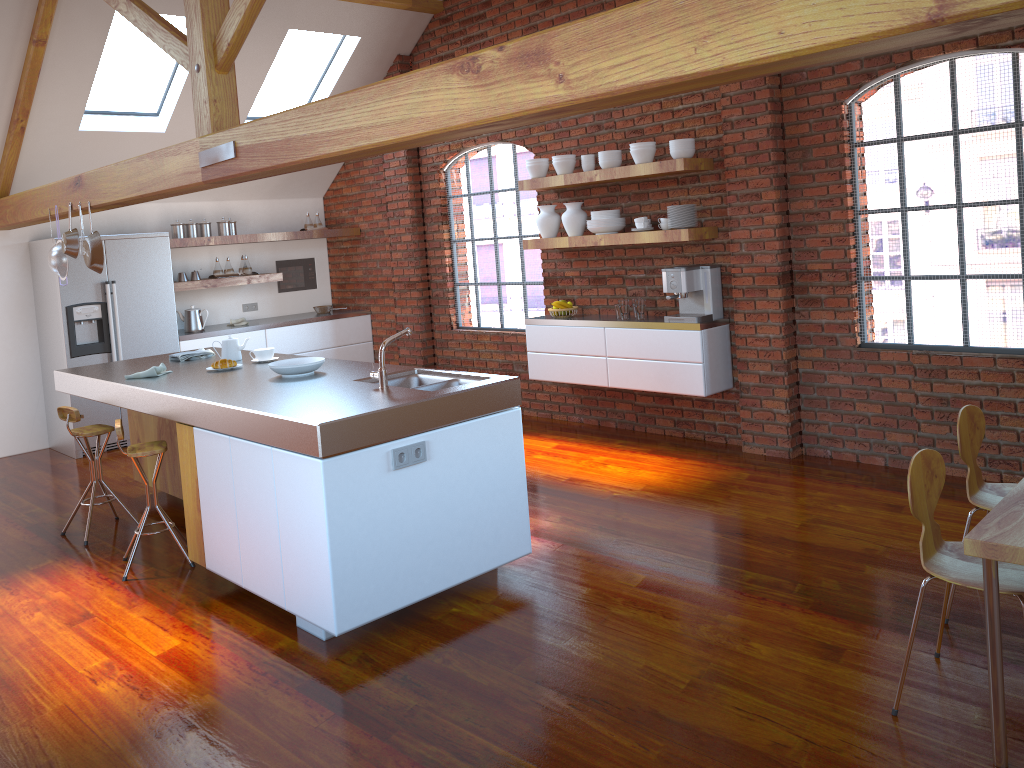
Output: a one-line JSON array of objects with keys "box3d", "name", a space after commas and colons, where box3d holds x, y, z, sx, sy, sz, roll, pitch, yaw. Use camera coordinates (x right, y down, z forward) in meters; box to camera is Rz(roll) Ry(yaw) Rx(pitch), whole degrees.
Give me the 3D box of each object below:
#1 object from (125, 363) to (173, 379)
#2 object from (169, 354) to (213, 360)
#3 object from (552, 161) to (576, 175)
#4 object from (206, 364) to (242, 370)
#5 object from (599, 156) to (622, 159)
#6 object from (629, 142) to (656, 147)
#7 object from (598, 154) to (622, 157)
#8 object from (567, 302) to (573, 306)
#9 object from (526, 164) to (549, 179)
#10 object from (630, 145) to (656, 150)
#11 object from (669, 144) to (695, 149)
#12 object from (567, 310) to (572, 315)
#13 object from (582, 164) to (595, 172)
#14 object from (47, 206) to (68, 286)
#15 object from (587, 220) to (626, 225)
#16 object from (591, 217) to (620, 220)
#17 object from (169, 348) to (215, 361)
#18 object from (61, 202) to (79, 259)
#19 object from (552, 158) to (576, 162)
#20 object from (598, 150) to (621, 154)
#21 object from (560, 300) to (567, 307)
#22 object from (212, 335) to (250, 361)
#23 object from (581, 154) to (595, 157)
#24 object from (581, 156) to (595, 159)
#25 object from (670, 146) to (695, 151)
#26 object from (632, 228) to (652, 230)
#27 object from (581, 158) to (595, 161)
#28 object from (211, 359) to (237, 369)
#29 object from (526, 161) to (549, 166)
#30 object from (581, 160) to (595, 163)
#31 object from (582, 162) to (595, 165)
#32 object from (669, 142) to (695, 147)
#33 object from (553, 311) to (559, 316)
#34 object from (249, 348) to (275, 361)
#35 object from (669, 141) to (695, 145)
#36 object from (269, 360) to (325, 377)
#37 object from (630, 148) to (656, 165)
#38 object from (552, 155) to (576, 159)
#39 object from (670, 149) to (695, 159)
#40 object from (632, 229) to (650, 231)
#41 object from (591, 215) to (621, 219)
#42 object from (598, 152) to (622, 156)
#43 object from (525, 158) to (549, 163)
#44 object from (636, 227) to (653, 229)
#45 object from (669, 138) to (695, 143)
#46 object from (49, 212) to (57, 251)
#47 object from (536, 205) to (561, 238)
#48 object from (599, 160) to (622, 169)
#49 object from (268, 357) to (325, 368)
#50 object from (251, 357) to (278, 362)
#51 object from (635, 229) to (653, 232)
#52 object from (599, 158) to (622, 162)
[{"box3d": [-2.020, -0.077, 4.877, 0.195, 0.061, 0.207, -3, 9, 9], "name": "object"}, {"box3d": [-2.034, -0.175, 5.595, 0.231, 0.026, 0.167, -2, 10, 12], "name": "object"}, {"box3d": [0.392, -1.598, 6.538, 0.180, 0.103, 0.183, -5, 8, -7], "name": "object"}, {"box3d": [-1.604, -0.090, 4.910, 0.195, 0.014, 0.196, -8, 10, -22], "name": "object"}, {"box3d": [0.700, -1.583, 6.254, 0.165, 0.060, 0.167, 3, 12, 41], "name": "object"}, {"box3d": [0.894, -1.588, 5.997, 0.179, 0.103, 0.183, -2, 8, 17], "name": "object"}, {"box3d": [0.699, -1.597, 6.254, 0.165, 0.060, 0.167, 3, 12, 41], "name": "object"}, {"box3d": [0.443, -0.610, 6.755, 0.047, 0.046, 0.055, -5, 7, -1], "name": "object"}, {"box3d": [0.198, -1.610, 6.692, 0.180, 0.103, 0.183, -5, 8, -7], "name": "object"}, {"box3d": [0.896, -1.566, 5.998, 0.179, 0.103, 0.183, -2, 8, 17], "name": "object"}, {"box3d": [1.122, -1.535, 5.786, 0.165, 0.060, 0.167, -5, 9, -3], "name": "object"}, {"box3d": [0.425, -0.566, 6.783, 0.070, 0.068, 0.068, -9, 7, -34], "name": "object"}, {"box3d": [0.561, -1.572, 6.430, 0.099, 0.060, 0.100, -5, 8, -4], "name": "object"}, {"box3d": [-3.003, -0.903, 5.764, 0.085, 0.526, 0.272, -7, 5, -43], "name": "object"}, {"box3d": [0.679, -1.139, 6.328, 0.281, 0.055, 0.285, 1, 11, 30], "name": "object"}, {"box3d": [0.677, -1.167, 6.327, 0.214, 0.055, 0.216, 3, 12, 38], "name": "object"}, {"box3d": [-2.021, -0.185, 5.561, 0.235, 0.049, 0.165, -13, 13, -42], "name": "object"}, {"box3d": [-2.826, -0.975, 5.607, 0.086, 0.357, 0.194, -7, 5, -38], "name": "object"}, {"box3d": [0.391, -1.620, 6.537, 0.180, 0.103, 0.183, -5, 8, -7], "name": "object"}, {"box3d": [0.697, -1.622, 6.253, 0.165, 0.060, 0.167, 3, 12, 41], "name": "object"}, {"box3d": [0.391, -0.616, 6.769, 0.070, 0.061, 0.068, -8, 7, -26], "name": "object"}, {"box3d": [-1.680, -0.217, 5.273, 0.199, 0.154, 0.118, -10, 7, -37], "name": "object"}, {"box3d": [0.556, -1.640, 6.427, 0.099, 0.060, 0.100, -5, 8, -4], "name": "object"}, {"box3d": [0.557, -1.627, 6.428, 0.099, 0.060, 0.100, -5, 8, -4], "name": "object"}, {"box3d": [1.123, -1.521, 5.787, 0.165, 0.060, 0.167, -5, 9, -3], "name": "object"}, {"box3d": [0.898, -1.062, 6.052, 0.153, 0.012, 0.156, -3, 10, 8], "name": "object"}, {"box3d": [0.558, -1.615, 6.428, 0.099, 0.060, 0.100, -5, 8, -4], "name": "object"}, {"box3d": [-1.610, -0.115, 4.920, 0.138, 0.051, 0.062, -8, 8, -24], "name": "object"}, {"box3d": [0.197, -1.632, 6.691, 0.180, 0.103, 0.183, -5, 8, -7], "name": "object"}, {"box3d": [0.559, -1.602, 6.429, 0.099, 0.060, 0.100, -5, 8, -4], "name": "object"}, {"box3d": [0.560, -1.589, 6.430, 0.099, 0.060, 0.100, -5, 8, -4], "name": "object"}, {"box3d": [1.121, -1.548, 5.786, 0.165, 0.060, 0.167, -5, 9, -3], "name": "object"}, {"box3d": [0.334, -0.539, 6.734, 0.046, 0.045, 0.056, -5, 7, -10], "name": "object"}, {"box3d": [-1.444, -0.169, 5.128, 0.124, 0.069, 0.117, 1, 9, 31], "name": "object"}, {"box3d": [1.120, -1.560, 5.785, 0.165, 0.060, 0.167, -5, 9, -3], "name": "object"}, {"box3d": [-1.096, -0.078, 4.496, 0.281, 0.055, 0.286, -1, 10, 19], "name": "object"}, {"box3d": [0.898, -1.544, 5.999, 0.179, 0.103, 0.183, -2, 8, 17], "name": "object"}, {"box3d": [0.389, -1.642, 6.536, 0.180, 0.103, 0.183, -5, 8, -7], "name": "object"}, {"box3d": [1.124, -1.505, 5.788, 0.165, 0.060, 0.167, -5, 9, -3], "name": "object"}, {"box3d": [0.898, -1.057, 6.052, 0.153, 0.012, 0.156, -3, 10, 8], "name": "object"}, {"box3d": [0.676, -1.177, 6.327, 0.214, 0.055, 0.216, 3, 12, 38], "name": "object"}, {"box3d": [0.698, -1.608, 6.253, 0.165, 0.060, 0.167, 3, 12, 41], "name": "object"}, {"box3d": [0.195, -1.654, 6.690, 0.180, 0.103, 0.183, -5, 8, -7], "name": "object"}, {"box3d": [0.898, -1.066, 6.052, 0.153, 0.012, 0.156, -3, 10, 8], "name": "object"}, {"box3d": [1.119, -1.573, 5.784, 0.165, 0.060, 0.167, -5, 9, -3], "name": "object"}, {"box3d": [-3.107, -1.042, 5.953, 0.023, 0.287, 0.059, -6, 3, -28], "name": "object"}, {"box3d": [0.280, -1.246, 6.763, 0.192, 0.248, 0.194, -5, 5, -4], "name": "object"}, {"box3d": [0.702, -1.554, 6.256, 0.165, 0.060, 0.167, 3, 12, 41], "name": "object"}, {"box3d": [-1.097, -0.088, 4.495, 0.281, 0.055, 0.286, -1, 10, 19], "name": "object"}, {"box3d": [-1.439, -0.139, 5.127, 0.154, 0.012, 0.155, -7, 10, -14], "name": "object"}, {"box3d": [0.899, -1.053, 6.052, 0.153, 0.012, 0.156, -3, 10, 8], "name": "object"}, {"box3d": [0.701, -1.570, 6.255, 0.165, 0.060, 0.167, 3, 12, 41], "name": "object"}]
